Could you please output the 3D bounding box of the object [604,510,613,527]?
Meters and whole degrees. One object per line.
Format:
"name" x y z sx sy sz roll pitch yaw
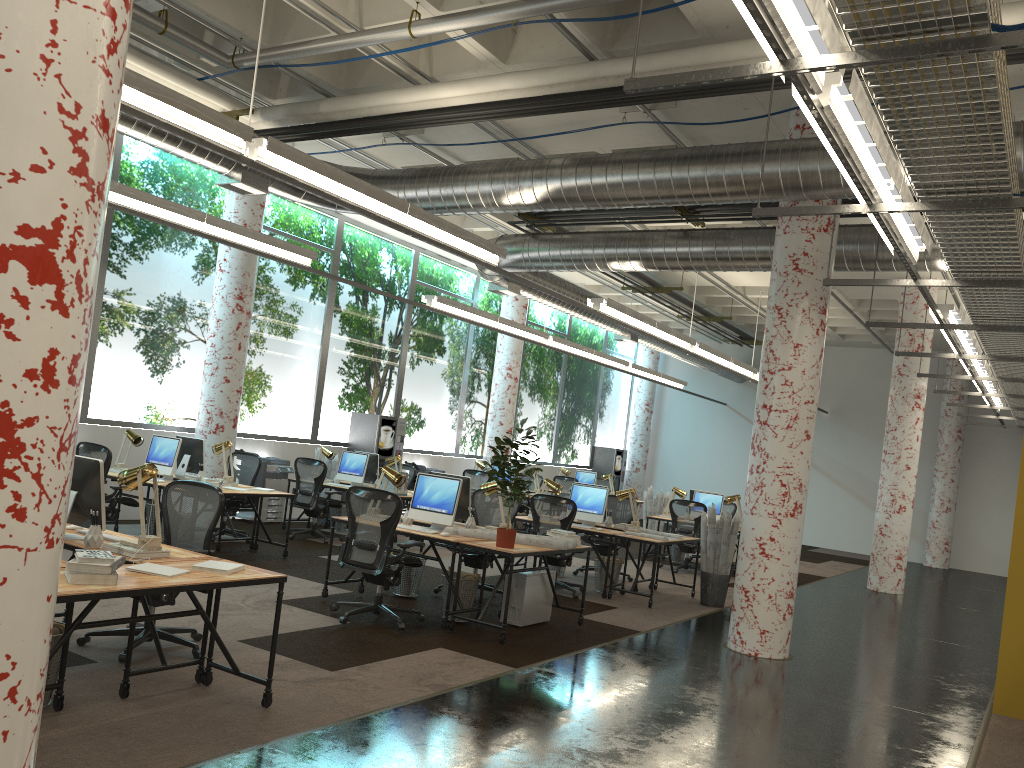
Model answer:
"object" 1.196 1.650 10.888 0.101 0.209 0.101 7 -1 -13

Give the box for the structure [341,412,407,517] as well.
"structure" -2.367 1.437 15.176 0.636 1.808 0.753 6 -2 32

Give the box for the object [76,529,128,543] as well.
"object" -2.459 0.919 5.354 0.438 0.017 0.119 5 -5 32

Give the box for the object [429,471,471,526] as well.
"object" -0.615 1.098 8.421 0.482 0.485 0.190 5 -2 32

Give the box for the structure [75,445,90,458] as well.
"structure" -5.371 1.117 10.340 0.502 1.056 1.062 6 -3 32

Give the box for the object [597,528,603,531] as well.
"object" 1.013 1.668 10.174 0.059 0.029 0.107 5 -4 33

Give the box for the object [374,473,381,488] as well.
"object" -1.939 1.402 12.832 0.101 0.209 0.101 7 -1 -13

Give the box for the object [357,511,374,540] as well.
"object" -2.024 1.973 12.326 0.358 0.434 0.354 6 -2 28

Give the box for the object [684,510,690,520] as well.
"object" 2.789 2.065 14.091 0.101 0.209 0.101 7 -1 -13

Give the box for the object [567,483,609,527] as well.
"object" 0.904 1.451 10.532 0.482 0.485 0.190 5 -2 32

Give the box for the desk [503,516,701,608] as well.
"desk" 1.086 2.092 10.681 1.936 0.723 1.407 5 -4 32

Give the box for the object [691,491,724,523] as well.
"object" 3.060 1.943 13.864 0.482 0.485 0.190 5 -2 32

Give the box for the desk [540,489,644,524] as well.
"desk" 1.720 2.726 18.775 1.936 0.723 1.407 5 -4 32

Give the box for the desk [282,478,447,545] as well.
"desk" -2.049 1.844 12.625 1.936 0.723 1.407 5 -4 32

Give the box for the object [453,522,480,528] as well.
"object" -0.505 1.358 8.592 0.438 0.017 0.119 5 -5 32

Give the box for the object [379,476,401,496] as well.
"object" -1.628 1.323 11.818 0.280 0.302 0.151 6 -2 32

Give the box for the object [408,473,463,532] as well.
"object" -0.669 1.051 7.833 0.482 0.485 0.190 5 -2 32

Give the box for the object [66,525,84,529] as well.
"object" -2.732 0.892 5.533 0.059 0.029 0.107 5 -4 33

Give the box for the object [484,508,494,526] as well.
"object" -0.489 2.453 16.578 0.358 0.434 0.354 6 -2 28

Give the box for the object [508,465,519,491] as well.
"object" -0.101 1.736 16.452 0.482 0.485 0.190 5 -2 32

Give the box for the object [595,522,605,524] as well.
"object" 1.068 1.758 11.291 0.438 0.017 0.119 5 -5 32

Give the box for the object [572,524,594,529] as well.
"object" 0.738 1.653 10.353 0.438 0.017 0.119 5 -5 32

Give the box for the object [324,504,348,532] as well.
"object" -2.568 1.966 13.190 0.354 0.434 0.368 8 -2 -23

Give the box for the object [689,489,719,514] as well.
"object" 3.114 1.990 14.451 0.482 0.485 0.190 5 -2 32

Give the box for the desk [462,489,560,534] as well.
"desk" 0.027 2.330 16.014 1.936 0.723 1.407 5 -4 32

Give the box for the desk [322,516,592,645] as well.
"desk" -0.487 1.693 7.983 1.936 0.723 1.407 5 -4 32

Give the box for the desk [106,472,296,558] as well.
"desk" -3.676 1.462 9.968 1.936 0.723 1.407 5 -4 32

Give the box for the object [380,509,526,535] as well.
"object" -0.939 2.261 14.563 0.365 0.436 3.424 5 -4 41

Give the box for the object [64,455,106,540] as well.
"object" -2.568 0.659 5.182 0.482 0.485 0.190 5 -2 32

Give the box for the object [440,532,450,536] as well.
"object" -0.560 1.268 7.476 0.059 0.029 0.107 5 -4 33

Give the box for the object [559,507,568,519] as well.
"object" 0.633 1.573 10.759 0.101 0.209 0.101 7 -1 -13

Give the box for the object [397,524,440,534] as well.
"object" -0.835 1.254 7.654 0.438 0.017 0.119 5 -5 32

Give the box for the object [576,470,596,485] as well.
"object" 1.592 2.133 19.213 0.482 0.485 0.190 5 -2 32

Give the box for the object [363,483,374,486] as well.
"object" -2.067 1.510 13.235 0.438 0.017 0.119 5 -5 32

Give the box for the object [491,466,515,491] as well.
"object" -0.155 1.689 15.865 0.482 0.485 0.190 5 -2 32

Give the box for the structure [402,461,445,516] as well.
"structure" -1.610 1.998 16.484 0.502 1.056 1.062 6 -3 32

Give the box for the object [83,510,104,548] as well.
"object" -2.331 0.811 4.951 0.101 0.209 0.101 7 -1 -13

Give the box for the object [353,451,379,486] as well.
"object" -2.177 1.250 13.063 0.482 0.485 0.190 5 -2 32

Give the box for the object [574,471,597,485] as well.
"object" 1.537 2.086 18.626 0.482 0.485 0.190 5 -2 32

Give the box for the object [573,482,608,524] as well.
"object" 0.958 1.498 11.119 0.482 0.485 0.190 5 -2 32

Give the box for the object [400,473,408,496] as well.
"object" -1.551 1.341 11.943 0.280 0.302 0.151 6 -2 32

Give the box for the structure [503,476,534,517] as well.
"structure" 0.083 2.395 19.245 0.502 1.056 1.062 6 -3 32

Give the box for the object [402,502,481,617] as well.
"object" -0.654 1.561 7.887 0.846 0.932 0.105 6 -1 27

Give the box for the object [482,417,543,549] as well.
"object" -0.019 0.789 7.191 0.512 1.076 0.440 6 -1 23

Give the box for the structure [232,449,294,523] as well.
"structure" -3.686 1.512 13.095 0.502 1.056 1.062 6 -3 32

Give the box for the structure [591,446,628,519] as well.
"structure" 2.496 2.576 23.113 0.636 1.808 0.753 6 -2 32

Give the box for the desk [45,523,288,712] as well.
"desk" -2.440 1.253 4.744 1.936 0.723 1.407 5 -4 32

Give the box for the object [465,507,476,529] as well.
"object" -0.377 1.251 8.189 0.101 0.209 0.101 7 -1 -13

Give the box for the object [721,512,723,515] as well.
"object" 3.352 2.142 14.220 0.101 0.209 0.101 7 -1 -13

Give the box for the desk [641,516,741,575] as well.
"desk" 3.242 2.584 14.013 1.936 0.723 1.407 5 -4 32

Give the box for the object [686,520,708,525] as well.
"object" 2.895 2.145 13.685 0.438 0.017 0.119 5 -5 32
